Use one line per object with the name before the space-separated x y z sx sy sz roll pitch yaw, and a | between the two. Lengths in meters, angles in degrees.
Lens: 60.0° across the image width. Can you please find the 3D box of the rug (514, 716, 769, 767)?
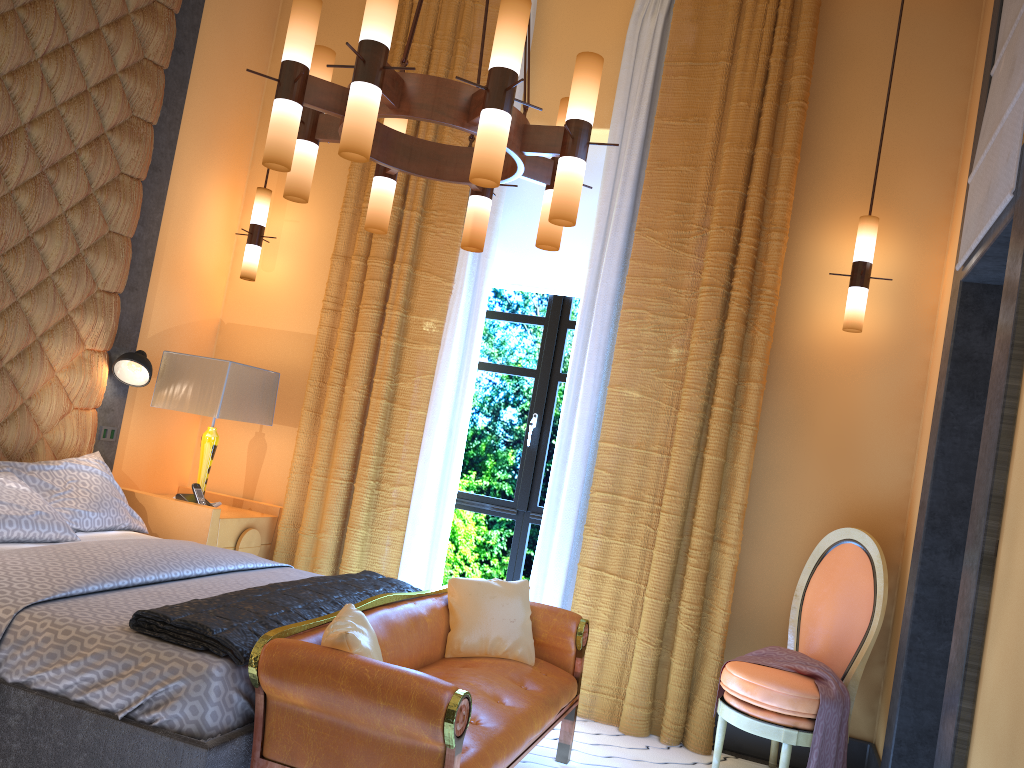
rug | -0.748 1.335 2.931 3.699 0.016 3.394 8 -4 18

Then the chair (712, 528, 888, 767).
chair | 1.221 1.160 3.798 0.634 1.146 0.499 13 -4 -39

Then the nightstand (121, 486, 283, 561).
nightstand | -1.752 0.955 4.812 0.719 0.689 0.681 9 -4 18

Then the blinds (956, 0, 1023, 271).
blinds | 1.735 -1.264 3.048 0.042 1.575 0.897 9 -3 18

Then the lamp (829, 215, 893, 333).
lamp | 1.606 -0.505 4.083 0.199 0.531 0.199 11 -4 -27

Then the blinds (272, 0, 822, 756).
blinds | 0.124 -0.486 4.580 2.448 4.141 0.134 9 -3 18

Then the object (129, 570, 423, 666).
object | -0.711 0.787 3.156 0.404 0.104 1.464 9 -4 18

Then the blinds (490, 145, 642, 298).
blinds | 0.341 -0.924 4.974 1.199 0.872 0.013 9 -3 18

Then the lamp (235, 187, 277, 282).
lamp | -1.469 -0.858 5.089 0.199 0.531 0.199 11 -4 -27

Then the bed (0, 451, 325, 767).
bed | -1.487 0.778 3.407 2.104 0.823 1.892 9 -4 18

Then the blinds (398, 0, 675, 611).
blinds | 0.109 -0.459 4.670 2.049 4.071 0.237 9 -3 16

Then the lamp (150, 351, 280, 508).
lamp | -1.616 0.276 4.745 0.423 0.801 0.506 9 -4 18

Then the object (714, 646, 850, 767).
object | 1.186 1.427 3.671 0.429 0.571 0.802 11 -4 -24

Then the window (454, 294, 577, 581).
window | 0.163 0.122 4.929 1.199 2.997 0.130 9 -3 18

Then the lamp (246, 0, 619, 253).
lamp | -0.109 -1.632 2.958 1.139 2.166 1.144 7 -4 41

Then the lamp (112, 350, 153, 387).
lamp | -1.757 -0.036 4.575 0.569 0.218 0.231 12 -4 -24

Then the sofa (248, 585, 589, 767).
sofa | -0.222 1.112 3.053 0.650 0.639 1.618 9 -4 18

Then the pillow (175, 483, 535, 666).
pillow | -0.647 0.832 3.780 1.149 0.406 2.626 12 -5 -30

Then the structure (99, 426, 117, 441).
structure | -2.066 0.254 4.532 0.016 0.071 0.103 9 -4 18
